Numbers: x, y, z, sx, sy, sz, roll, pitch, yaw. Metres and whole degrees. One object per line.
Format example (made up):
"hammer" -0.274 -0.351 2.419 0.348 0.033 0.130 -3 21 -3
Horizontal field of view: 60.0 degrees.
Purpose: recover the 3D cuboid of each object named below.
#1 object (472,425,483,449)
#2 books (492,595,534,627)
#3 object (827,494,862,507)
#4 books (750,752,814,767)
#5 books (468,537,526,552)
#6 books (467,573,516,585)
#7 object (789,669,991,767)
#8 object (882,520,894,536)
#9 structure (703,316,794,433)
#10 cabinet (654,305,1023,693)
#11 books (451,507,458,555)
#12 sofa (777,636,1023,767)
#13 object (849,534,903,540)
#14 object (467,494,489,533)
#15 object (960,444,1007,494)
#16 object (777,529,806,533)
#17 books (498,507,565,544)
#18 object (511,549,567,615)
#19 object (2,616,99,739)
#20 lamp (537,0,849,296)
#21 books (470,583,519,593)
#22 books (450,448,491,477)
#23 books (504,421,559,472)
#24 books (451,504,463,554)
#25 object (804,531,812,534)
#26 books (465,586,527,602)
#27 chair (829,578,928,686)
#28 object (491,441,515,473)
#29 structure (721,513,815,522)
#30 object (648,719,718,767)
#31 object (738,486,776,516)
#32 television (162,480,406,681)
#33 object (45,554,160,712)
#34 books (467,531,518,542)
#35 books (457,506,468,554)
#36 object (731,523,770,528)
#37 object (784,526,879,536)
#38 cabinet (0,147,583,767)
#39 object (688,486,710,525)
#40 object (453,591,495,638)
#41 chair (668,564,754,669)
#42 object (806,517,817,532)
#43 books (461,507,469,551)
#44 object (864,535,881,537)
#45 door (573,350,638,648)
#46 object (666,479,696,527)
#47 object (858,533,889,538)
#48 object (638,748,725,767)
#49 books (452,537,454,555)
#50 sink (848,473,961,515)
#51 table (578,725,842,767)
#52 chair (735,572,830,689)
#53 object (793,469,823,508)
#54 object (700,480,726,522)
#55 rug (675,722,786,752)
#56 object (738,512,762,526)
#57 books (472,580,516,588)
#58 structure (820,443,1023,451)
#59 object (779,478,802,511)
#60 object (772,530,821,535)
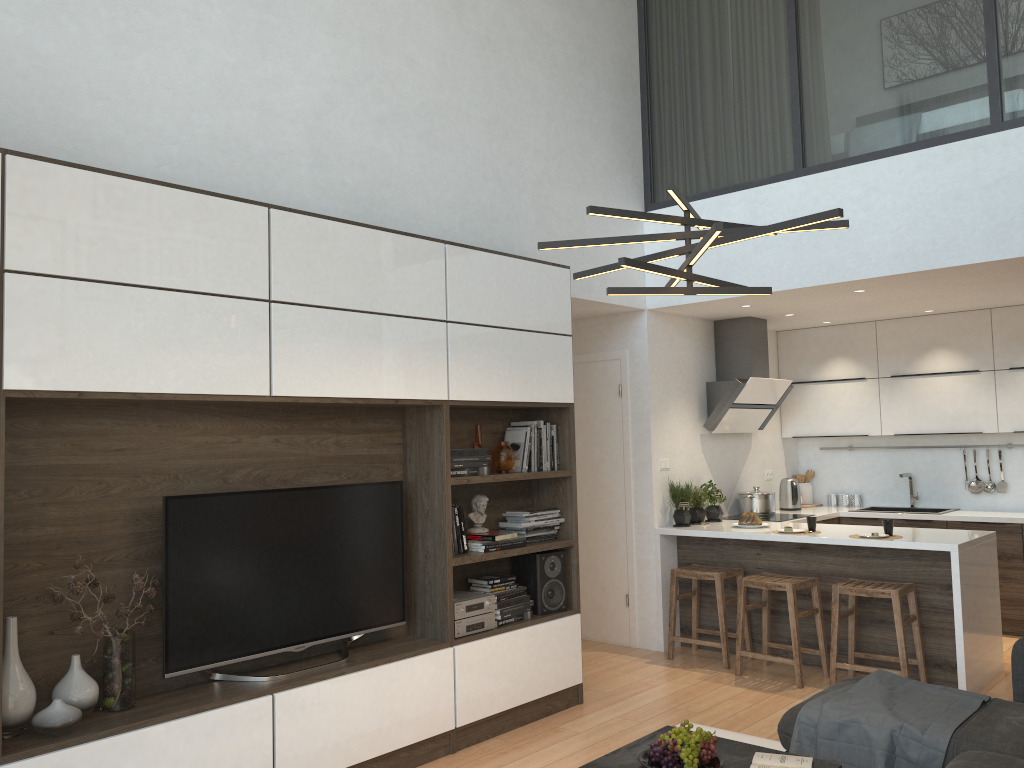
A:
"object" -0.189 0.354 4.809 0.082 0.265 0.081 0 -4 -27
"books" -0.068 1.208 4.769 0.248 0.123 0.307 -4 -5 37
"object" 2.877 1.007 7.683 0.297 0.105 0.112 -5 -5 43
"books" 0.910 1.301 2.999 0.199 0.025 0.294 -3 -4 21
"books" -0.119 0.849 4.723 0.310 0.047 0.250 2 -5 -43
"books" -0.109 1.057 4.804 0.213 0.023 0.161 2 -5 -45
"object" 1.491 1.378 3.428 0.685 0.369 0.548 2 -5 -40
"object" 2.290 0.877 5.395 0.066 0.093 0.066 -3 -4 15
"structure" 1.862 -0.118 6.992 0.407 0.998 0.898 -5 -5 42
"cabinet" 3.093 0.592 5.983 3.495 2.401 2.401 -5 -5 42
"books" -0.351 0.745 4.519 0.169 0.242 0.050 -5 -5 41
"sofa" 1.056 1.123 2.463 2.108 0.995 3.169 -5 -5 42
"object" 2.206 0.926 5.380 0.304 0.002 0.304 0 -4 -16
"object" -0.186 0.698 4.795 0.117 0.207 0.116 -1 -4 -7
"object" 3.713 0.673 6.986 0.320 0.389 0.069 -5 -5 43
"object" 1.806 0.951 5.729 0.176 0.014 0.176 -4 -4 32
"books" 0.096 0.799 5.013 0.224 0.176 0.374 -5 -5 41
"object" 0.159 1.112 5.019 0.214 0.331 0.244 1 -5 -38
"object" -1.646 1.004 3.115 0.313 0.397 0.313 -1 -4 -6
"lamp" 0.585 -2.135 3.266 0.831 3.645 1.200 1 -5 -38
"books" -0.096 1.094 4.788 0.213 0.023 0.161 2 -5 -45
"books" -0.316 0.408 4.600 0.277 0.137 0.343 -4 -5 37
"books" 0.087 0.355 5.073 0.201 0.287 0.332 -5 -5 42
"books" -0.340 0.741 4.548 0.193 0.255 0.066 -5 -5 41
"object" 1.877 0.946 5.644 0.126 0.011 0.025 2 -5 -44
"books" -0.088 1.127 4.783 0.224 0.042 0.277 -4 -5 37
"chair" 2.121 1.467 5.165 0.450 0.600 0.350 -5 -5 39
"object" -0.048 0.399 4.833 0.130 0.171 0.130 -1 -4 -9
"structure" 1.954 1.027 6.855 0.550 0.006 0.609 -5 -5 42
"object" 0.585 1.244 3.091 0.256 0.173 0.279 -5 -5 39
"object" 1.947 0.925 7.049 0.315 0.223 0.288 -1 -4 -7
"television" -0.945 0.844 3.881 0.229 0.779 1.220 -5 -5 42
"object" -1.477 0.904 3.201 0.317 0.598 0.542 -1 -4 -12
"books" -0.134 0.813 4.750 0.266 0.030 0.209 -4 -5 35
"books" -0.314 0.747 4.565 0.177 0.242 0.066 -5 -5 41
"object" 1.655 0.981 6.150 0.261 0.021 0.261 -4 -5 36
"object" 1.983 0.920 5.534 0.597 0.039 0.064 -4 -5 38
"cabinet" -1.091 0.506 3.685 0.338 2.494 4.036 -5 -5 42
"object" 1.355 0.879 6.476 0.211 0.283 0.221 1 -5 -35
"object" -0.274 1.171 4.515 0.270 0.174 0.285 -5 -5 42
"chair" 1.318 1.539 5.944 0.450 0.600 0.350 -5 -5 42
"object" 1.943 0.910 5.748 0.066 0.093 0.066 -1 -4 -12
"books" -0.315 0.754 4.611 0.179 0.233 0.077 -5 -5 42
"object" 2.155 0.911 5.299 0.025 0.012 0.126 1 -4 -29
"door" 0.505 0.846 6.683 0.974 2.136 0.085 -5 -5 42
"object" 1.207 0.830 6.318 0.186 0.367 0.196 -5 -5 42
"object" 2.179 0.916 5.346 0.176 0.014 0.176 2 -5 -44
"object" 0.588 1.313 3.077 0.295 0.026 0.295 -4 -5 36
"books" -0.371 0.748 4.507 0.170 0.236 0.049 -5 -5 42
"sink" 3.146 0.983 7.124 0.706 0.518 0.512 -5 -5 42
"table" 0.647 1.483 3.017 0.700 0.323 0.700 -5 -5 42
"chair" 1.656 1.499 5.476 0.350 0.600 0.450 2 -5 -43
"object" 2.559 0.918 7.810 0.221 0.316 0.330 -5 -5 42
"object" 1.490 0.871 6.618 0.172 0.311 0.179 1 -5 -37
"rug" 0.664 1.669 3.181 1.606 0.013 2.496 -5 -5 41
"object" 1.653 0.943 6.168 0.155 0.101 0.161 -4 -5 38
"books" -0.099 1.076 4.791 0.142 0.015 0.198 -5 -5 40
"structure" 3.855 0.480 6.877 3.000 0.045 0.050 -5 -5 42
"object" 2.328 0.923 7.447 0.179 0.270 0.220 -4 -4 29
"object" 1.841 0.960 5.748 0.305 0.002 0.305 -2 -4 11
